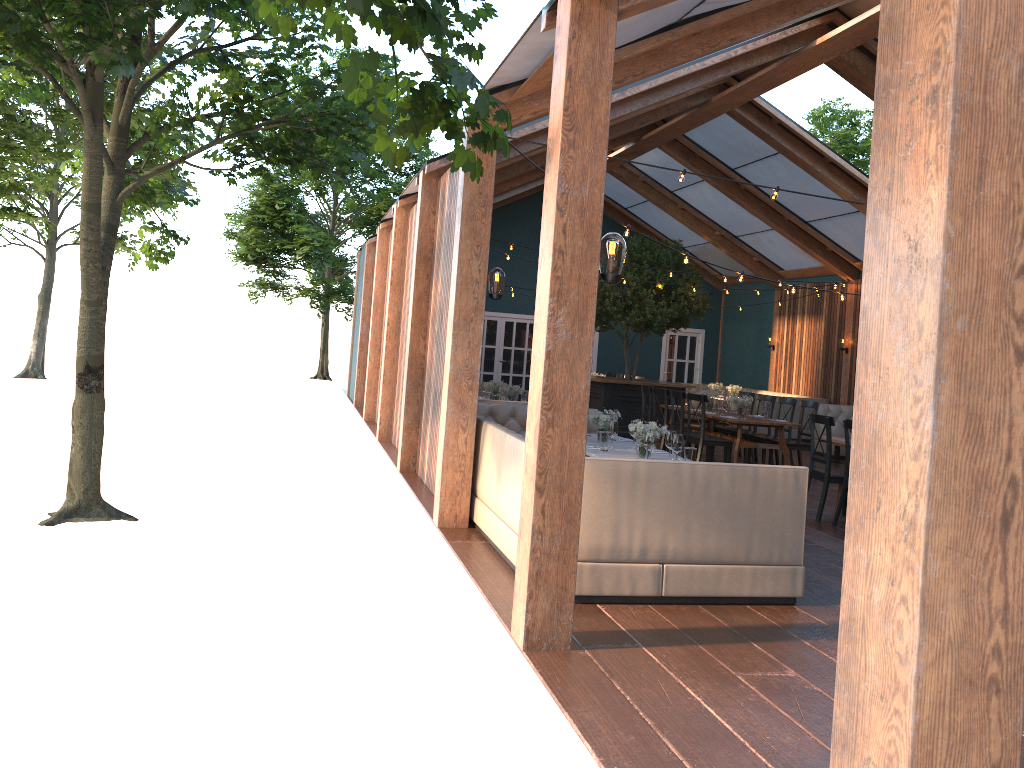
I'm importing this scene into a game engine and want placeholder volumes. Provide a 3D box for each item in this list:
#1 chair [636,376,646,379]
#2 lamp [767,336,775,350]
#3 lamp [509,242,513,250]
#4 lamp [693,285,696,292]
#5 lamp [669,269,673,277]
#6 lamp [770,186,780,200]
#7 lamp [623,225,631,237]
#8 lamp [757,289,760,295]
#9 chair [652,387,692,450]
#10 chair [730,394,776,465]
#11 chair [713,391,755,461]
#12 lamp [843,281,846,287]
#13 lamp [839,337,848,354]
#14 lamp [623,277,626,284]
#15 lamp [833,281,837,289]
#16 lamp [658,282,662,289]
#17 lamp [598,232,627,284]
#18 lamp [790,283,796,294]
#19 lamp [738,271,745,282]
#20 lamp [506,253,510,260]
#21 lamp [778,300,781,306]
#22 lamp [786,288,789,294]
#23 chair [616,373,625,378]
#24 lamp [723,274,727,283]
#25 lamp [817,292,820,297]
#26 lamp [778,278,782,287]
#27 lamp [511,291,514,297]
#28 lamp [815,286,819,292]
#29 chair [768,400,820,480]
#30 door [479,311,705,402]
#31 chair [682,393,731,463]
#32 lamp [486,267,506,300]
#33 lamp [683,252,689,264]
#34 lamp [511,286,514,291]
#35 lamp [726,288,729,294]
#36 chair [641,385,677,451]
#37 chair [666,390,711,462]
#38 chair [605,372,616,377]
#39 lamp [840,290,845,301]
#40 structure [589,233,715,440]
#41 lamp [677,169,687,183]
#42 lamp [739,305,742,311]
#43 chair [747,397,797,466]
[{"bbox_3d":[2.348,0.347,17.814,0.538,1.021,0.478,5,-1,-31],"label":"chair"},{"bbox_3d":[5.839,-0.932,19.982,0.178,0.320,0.146,4,-1,-14],"label":"lamp"},{"bbox_3d":[-0.007,-1.955,12.556,0.056,0.121,0.056,4,-1,11],"label":"lamp"},{"bbox_3d":[3.179,-1.660,15.409,0.060,0.119,0.056,5,-1,-28],"label":"lamp"},{"bbox_3d":[2.239,-1.561,12.456,0.056,0.121,0.056,4,-1,27],"label":"lamp"},{"bbox_3d":[2.129,-1.543,7.155,0.075,0.114,0.056,4,0,32],"label":"lamp"},{"bbox_3d":[1.044,-1.392,8.040,0.056,0.119,0.059,4,-1,17],"label":"lamp"},{"bbox_3d":[4.500,-1.682,16.157,0.056,0.117,0.068,4,0,-17],"label":"lamp"},{"bbox_3d":[2.266,0.577,12.679,0.538,1.021,0.478,4,-1,-19],"label":"chair"},{"bbox_3d":[3.528,0.658,12.981,0.538,1.021,0.478,4,-1,-19],"label":"chair"},{"bbox_3d":[3.398,0.623,13.526,0.539,1.021,0.477,4,-1,-14],"label":"chair"},{"bbox_3d":[6.488,-1.944,17.275,0.056,0.120,0.056,4,-1,16],"label":"lamp"},{"bbox_3d":[6.480,-0.761,17.309,0.178,0.320,0.146,4,-1,-14],"label":"lamp"},{"bbox_3d":[1.865,-1.712,14.644,0.056,0.121,0.056,5,-1,-33],"label":"lamp"},{"bbox_3d":[4.505,-1.377,12.328,0.056,0.117,0.067,4,0,40],"label":"lamp"},{"bbox_3d":[2.517,-1.681,15.039,0.056,0.121,0.056,4,-1,12],"label":"lamp"},{"bbox_3d":[0.497,-0.627,4.564,0.178,0.320,0.146,4,-1,-14],"label":"lamp"},{"bbox_3d":[2.937,-0.997,9.233,0.056,0.121,0.056,4,-1,-15],"label":"lamp"},{"bbox_3d":[2.288,-1.074,8.836,0.056,0.120,0.056,4,-1,36],"label":"lamp"},{"bbox_3d":[-0.056,-1.940,13.445,0.056,0.119,0.062,4,0,28],"label":"lamp"},{"bbox_3d":[5.303,-1.603,17.517,0.056,0.118,0.066,5,0,-38],"label":"lamp"},{"bbox_3d":[5.158,-1.737,16.546,0.056,0.121,0.056,5,-1,-32],"label":"lamp"},{"bbox_3d":[2.102,0.278,18.926,0.539,1.021,0.477,4,-1,-9],"label":"chair"},{"bbox_3d":[2.990,-1.480,12.405,0.056,0.121,0.056,5,-1,-39],"label":"lamp"},{"bbox_3d":[6.037,-1.764,17.444,0.073,0.115,0.056,4,0,-7],"label":"lamp"},{"bbox_3d":[3.750,-1.417,12.361,0.056,0.121,0.056,4,-1,2],"label":"lamp"},{"bbox_3d":[0.023,-1.817,17.891,0.056,0.115,0.073,4,0,30],"label":"lamp"},{"bbox_3d":[5.827,-1.821,16.899,0.064,0.118,0.056,4,-1,-5],"label":"lamp"},{"bbox_3d":[3.790,0.727,11.892,0.539,1.021,0.477,4,-1,-9],"label":"chair"},{"bbox_3d":[0.862,-0.536,21.629,8.162,2.213,0.174,4,-1,-13],"label":"door"},{"bbox_3d":[2.551,0.648,11.595,0.538,1.021,0.478,4,-1,-19],"label":"chair"},{"bbox_3d":[-0.145,-0.798,7.238,0.178,0.320,0.146,4,-1,-14],"label":"lamp"},{"bbox_3d":[1.661,-1.201,8.433,0.056,0.120,0.056,4,-1,-17],"label":"lamp"},{"bbox_3d":[0.010,-2.128,19.734,0.056,0.121,0.056,4,-1,10],"label":"lamp"},{"bbox_3d":[3.843,-1.659,15.784,0.060,0.119,0.056,4,-1,10],"label":"lamp"},{"bbox_3d":[2.171,0.544,13.231,0.539,1.021,0.477,4,-1,-9],"label":"chair"},{"bbox_3d":[2.420,0.613,12.139,0.539,1.021,0.477,4,-1,-11],"label":"chair"},{"bbox_3d":[1.971,0.243,19.470,0.538,1.021,0.478,4,-1,-19],"label":"chair"},{"bbox_3d":[3.595,-0.959,9.618,0.056,0.120,0.056,4,-1,-8],"label":"lamp"},{"bbox_3d":[2.234,-0.928,16.178,2.713,3.700,2.852,4,0,-5],"label":"structure"},{"bbox_3d":[1.379,-1.691,7.190,0.056,0.114,0.075,4,0,-15],"label":"lamp"},{"bbox_3d":[4.547,-1.515,17.598,0.056,0.121,0.056,5,-1,-36],"label":"lamp"},{"bbox_3d":[3.659,0.693,12.436,0.539,1.021,0.477,4,-1,-14],"label":"chair"}]
